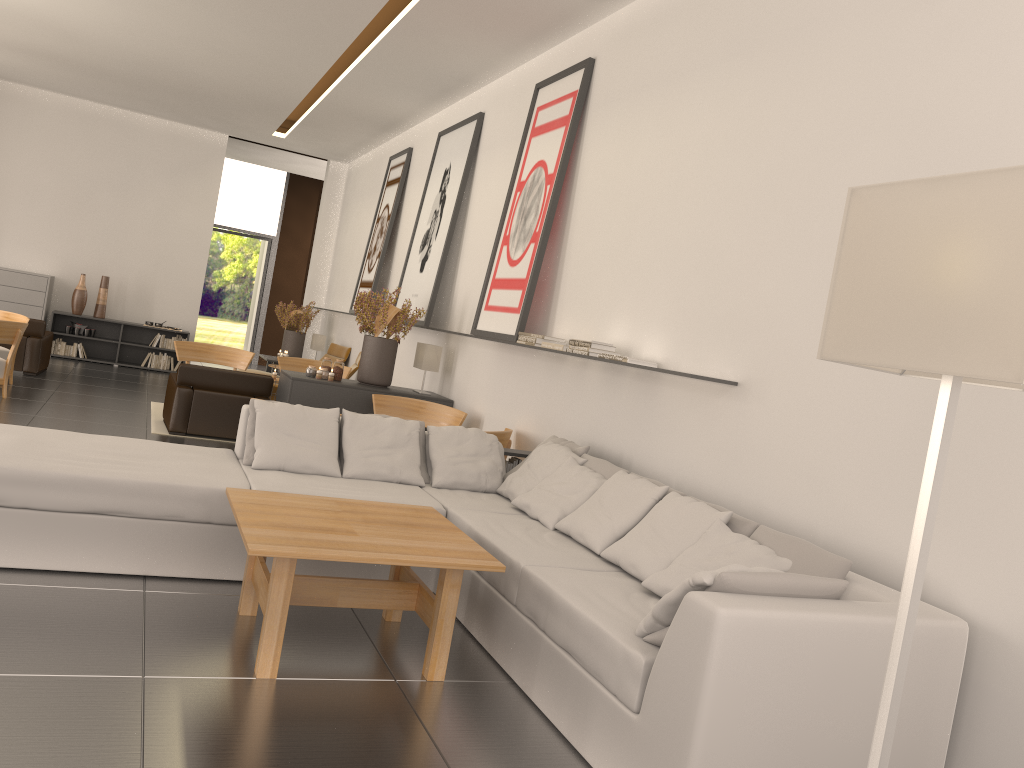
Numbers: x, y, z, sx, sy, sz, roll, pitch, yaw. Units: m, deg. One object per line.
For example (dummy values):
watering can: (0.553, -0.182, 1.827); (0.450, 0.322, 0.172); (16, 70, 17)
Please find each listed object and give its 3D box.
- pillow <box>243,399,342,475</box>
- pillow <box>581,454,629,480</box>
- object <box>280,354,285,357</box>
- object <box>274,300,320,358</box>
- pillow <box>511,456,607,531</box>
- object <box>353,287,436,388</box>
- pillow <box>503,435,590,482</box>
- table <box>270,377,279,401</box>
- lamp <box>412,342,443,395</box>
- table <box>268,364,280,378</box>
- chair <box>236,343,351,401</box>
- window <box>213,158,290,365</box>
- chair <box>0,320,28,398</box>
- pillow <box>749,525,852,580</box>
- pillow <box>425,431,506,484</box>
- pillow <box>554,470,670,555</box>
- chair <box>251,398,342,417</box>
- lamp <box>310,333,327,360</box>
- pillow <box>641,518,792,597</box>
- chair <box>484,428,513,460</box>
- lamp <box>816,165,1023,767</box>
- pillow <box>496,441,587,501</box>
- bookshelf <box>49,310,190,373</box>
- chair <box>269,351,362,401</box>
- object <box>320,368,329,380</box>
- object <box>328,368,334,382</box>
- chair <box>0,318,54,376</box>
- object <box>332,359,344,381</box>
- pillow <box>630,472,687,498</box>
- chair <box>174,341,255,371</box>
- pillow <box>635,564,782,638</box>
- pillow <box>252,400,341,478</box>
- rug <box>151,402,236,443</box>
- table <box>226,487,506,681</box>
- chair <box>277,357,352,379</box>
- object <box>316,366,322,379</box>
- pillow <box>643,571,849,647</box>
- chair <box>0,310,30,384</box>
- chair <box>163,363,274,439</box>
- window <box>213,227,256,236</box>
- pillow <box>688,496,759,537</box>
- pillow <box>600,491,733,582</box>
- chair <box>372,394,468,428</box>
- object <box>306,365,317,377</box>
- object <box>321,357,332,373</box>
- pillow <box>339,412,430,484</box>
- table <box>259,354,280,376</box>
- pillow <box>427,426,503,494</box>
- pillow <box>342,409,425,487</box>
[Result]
pillow: (-2.034, 0.498, 8.311); (0.918, 0.577, 0.550); (9, 2, -23)
pillow: (0.594, 0.949, 8.038); (0.549, 0.581, 0.920); (9, 3, -23)
object: (-5.517, -0.656, 21.470); (0.207, 0.187, 0.111); (9, 2, -36)
object: (-5.454, -1.368, 22.095); (0.928, 1.553, 1.587); (10, 2, 5)
pillow: (0.458, 0.960, 7.876); (0.589, 0.562, 0.804); (9, 3, -28)
object: (-1.770, -0.711, 13.495); (1.421, 1.553, 1.438); (10, 2, -10)
pillow: (0.295, 0.835, 8.835); (0.642, 0.657, 0.885); (9, 2, -23)
table: (-4.276, 0.322, 15.586); (0.797, 0.903, 0.798); (10, 2, 0)
lamp: (-1.325, -0.233, 13.631); (0.257, 0.757, 0.515); (9, 2, -23)
table: (-4.914, 0.057, 19.089); (0.799, 0.903, 0.796); (12, 3, 45)
chair: (-5.059, -0.315, 20.059); (2.418, 1.485, 1.302); (9, 3, -33)
window: (-12.623, -5.000, 27.769); (10.297, 7.377, 0.100); (9, 2, -23)
chair: (-8.374, -0.467, 13.638); (1.152, 1.226, 1.451); (11, 2, 22)
pillow: (1.599, 1.244, 5.586); (0.549, 0.581, 0.920); (9, 3, -23)
pillow: (-0.454, 0.786, 9.006); (0.917, 0.510, 0.616); (9, 2, -21)
pillow: (0.807, 1.010, 7.158); (0.584, 0.598, 0.803); (9, 2, -24)
chair: (-2.131, 0.834, 9.635); (1.452, 1.226, 1.151); (10, 2, 2)
lamp: (-4.868, -0.859, 22.132); (0.257, 0.756, 0.515); (9, 2, -23)
pillow: (1.336, 1.218, 5.735); (0.589, 0.562, 0.804); (9, 3, -28)
chair: (-0.704, 1.048, 10.478); (1.152, 1.226, 1.451); (11, 2, 22)
lamp: (1.609, 0.794, 3.557); (0.907, 3.177, 1.002); (9, 2, -23)
pillow: (0.254, 0.866, 8.505); (0.586, 0.596, 0.820); (9, 2, -22)
bookshelf: (-9.620, -0.996, 21.751); (3.077, 1.078, 0.741); (9, 2, -23)
chair: (-4.358, -0.109, 18.349); (2.419, 1.485, 1.301); (10, 2, -13)
object: (-2.749, -0.151, 12.935); (0.158, 0.158, 0.157); (12, 3, 40)
object: (-2.605, -0.134, 12.798); (0.080, 0.187, 0.080); (10, 2, -13)
chair: (-9.903, -0.846, 17.327); (1.536, 1.075, 1.502); (9, 3, -23)
object: (-2.565, -0.211, 13.093); (0.158, 0.325, 0.157); (11, 2, 14)
pillow: (0.932, 1.048, 7.212); (0.549, 0.581, 0.920); (9, 3, -23)
chair: (-5.476, -0.080, 16.142); (1.450, 1.226, 1.153); (9, 2, -23)
pillow: (1.159, 1.217, 4.875); (0.796, 0.580, 0.626); (9, 2, -24)
pillow: (-1.979, 0.493, 8.179); (0.801, 0.598, 0.586); (9, 2, -23)
rug: (-4.163, 0.812, 15.479); (3.996, 0.010, 3.564); (9, 3, -23)
table: (-1.140, 1.373, 6.089); (1.598, 0.839, 1.603); (9, 3, -23)
chair: (-3.785, 0.187, 16.863); (1.450, 1.226, 1.153); (9, 2, -23)
object: (-2.780, -0.166, 12.805); (0.076, 0.187, 0.076); (10, 2, -6)
pillow: (1.283, 1.241, 4.822); (0.918, 0.581, 0.550); (9, 2, -24)
chair: (-9.141, -0.675, 15.152); (1.453, 1.226, 1.150); (11, 2, 17)
chair: (-4.622, 0.252, 13.983); (1.536, 1.075, 1.502); (9, 3, -23)
window: (-5.031, -5.333, 24.369); (99.009, 20.571, 48.709); (9, 3, -23)
pillow: (1.269, 1.147, 6.392); (0.549, 0.581, 0.920); (9, 3, -23)
pillow: (1.115, 1.100, 6.407); (0.584, 0.598, 0.803); (9, 2, -24)
chair: (-1.471, 0.839, 11.992); (1.453, 1.226, 1.150); (11, 2, 17)
object: (-2.936, -0.186, 12.976); (0.158, 0.158, 0.157); (12, 3, 40)
object: (-2.751, -0.246, 13.134); (0.157, 0.325, 0.158); (9, 2, -31)
pillow: (-1.236, 0.623, 8.647); (0.918, 0.591, 0.558); (9, 2, -23)
table: (-5.431, -0.143, 21.974); (1.598, 0.839, 1.603); (9, 3, -23)
pillow: (-0.458, 0.741, 8.839); (0.796, 0.580, 0.626); (9, 2, -22)
pillow: (-1.240, 0.611, 8.496); (0.801, 0.595, 0.596); (9, 2, -22)
